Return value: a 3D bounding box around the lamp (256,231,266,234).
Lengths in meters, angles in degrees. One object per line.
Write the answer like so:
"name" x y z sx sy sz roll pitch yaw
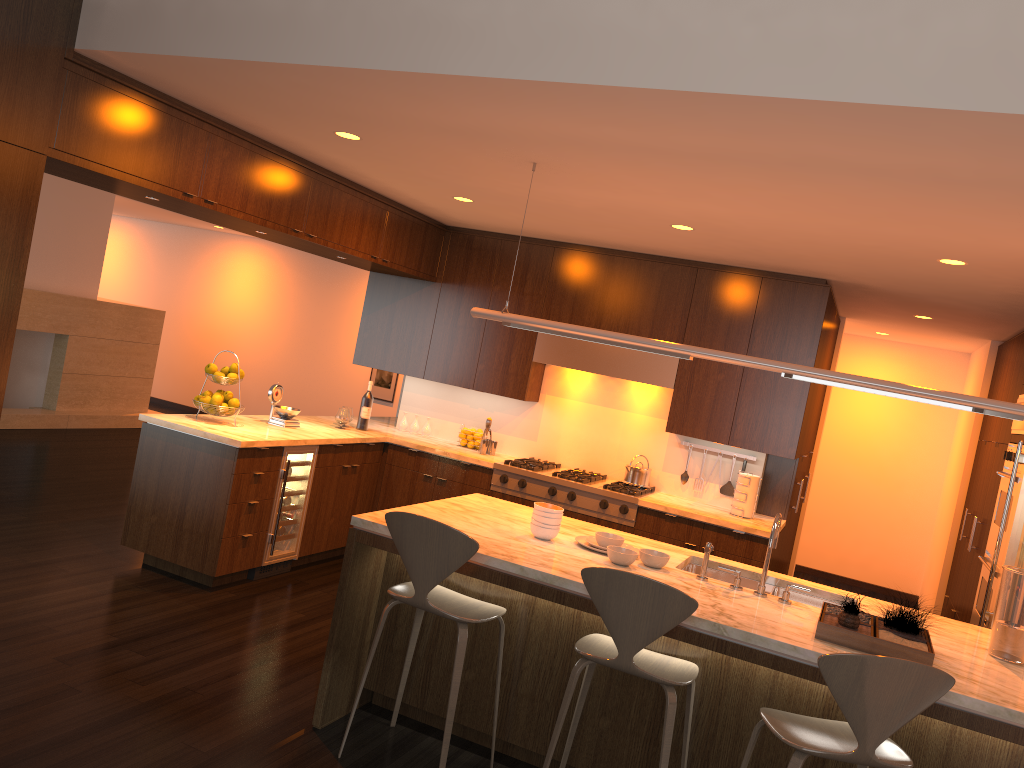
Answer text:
"lamp" -1.530 -0.924 5.410 0.068 0.004 0.068 11 2 3

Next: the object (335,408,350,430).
"object" -1.256 0.256 6.569 0.112 0.151 0.112 13 3 40

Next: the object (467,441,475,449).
"object" -0.318 0.474 6.899 0.064 0.063 0.074 11 2 -15

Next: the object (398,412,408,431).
"object" -0.880 0.305 7.226 0.079 0.154 0.079 11 2 5

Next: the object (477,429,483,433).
"object" -0.253 0.383 7.004 0.050 0.060 0.059 10 2 -35

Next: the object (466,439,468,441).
"object" -0.362 0.460 7.025 0.053 0.053 0.061 11 2 10

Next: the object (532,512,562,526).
"object" 0.154 0.622 4.000 0.140 0.062 0.139 12 2 22

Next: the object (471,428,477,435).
"object" -0.302 0.374 6.946 0.051 0.053 0.063 10 2 -34

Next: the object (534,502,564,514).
"object" 0.162 0.579 4.000 0.140 0.062 0.139 12 2 30

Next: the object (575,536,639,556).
"object" 0.437 0.743 4.033 0.310 0.021 0.309 12 2 22

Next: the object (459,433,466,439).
"object" -0.385 0.406 6.913 0.063 0.051 0.053 12 2 24

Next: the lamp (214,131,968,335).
"lamp" -4.571 -2.198 8.942 16.431 0.171 5.868 12 2 22

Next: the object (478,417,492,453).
"object" -0.203 0.387 6.714 0.101 0.288 0.088 10 2 -38

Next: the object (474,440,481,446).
"object" -0.265 0.458 6.871 0.052 0.054 0.061 12 2 32

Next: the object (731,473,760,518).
"object" 1.592 0.757 6.044 0.144 0.286 0.149 11 2 4

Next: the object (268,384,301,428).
"object" -1.563 0.152 6.116 0.231 0.266 0.191 12 2 25

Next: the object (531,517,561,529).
"object" 0.150 0.643 4.002 0.140 0.068 0.139 11 2 5

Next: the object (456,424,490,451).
"object" -0.302 0.418 6.954 0.207 0.175 0.189 12 2 20

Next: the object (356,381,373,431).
"object" -1.107 0.163 6.740 0.095 0.378 0.094 9 3 -43

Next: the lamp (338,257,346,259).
"lamp" -1.198 -0.888 6.236 0.068 0.004 0.068 11 2 3

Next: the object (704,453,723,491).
"object" 1.457 0.620 6.340 0.114 0.271 0.008 12 2 22

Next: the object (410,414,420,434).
"object" -0.783 0.325 7.183 0.079 0.154 0.079 11 2 5

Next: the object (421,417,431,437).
"object" -0.683 0.347 7.140 0.079 0.154 0.079 11 2 5

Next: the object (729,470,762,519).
"object" 1.589 0.754 6.053 0.168 0.304 0.160 10 2 -24

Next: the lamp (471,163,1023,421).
"lamp" 1.015 -0.442 3.718 2.465 0.765 0.120 12 2 22

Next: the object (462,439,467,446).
"object" -0.377 0.461 6.967 0.061 0.053 0.053 11 2 7

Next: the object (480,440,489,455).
"object" -0.212 0.478 6.705 0.060 0.106 0.060 10 2 -36

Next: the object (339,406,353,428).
"object" -1.260 0.249 6.723 0.112 0.151 0.112 13 3 40

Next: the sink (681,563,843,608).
"sink" 1.117 1.018 3.970 0.813 0.176 0.457 12 2 22

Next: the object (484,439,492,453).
"object" -0.192 0.478 6.823 0.060 0.106 0.060 10 2 -36

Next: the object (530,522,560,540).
"object" 0.145 0.667 4.003 0.140 0.059 0.139 12 2 13

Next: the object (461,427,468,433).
"object" -0.371 0.368 6.940 0.057 0.060 0.052 13 3 43

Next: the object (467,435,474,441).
"object" -0.326 0.420 6.900 0.052 0.053 0.062 12 2 27

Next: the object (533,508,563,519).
"object" 0.158 0.600 4.000 0.140 0.064 0.139 11 2 -4

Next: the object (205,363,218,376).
"object" -1.902 -0.092 5.609 0.077 0.079 0.075 12 2 31

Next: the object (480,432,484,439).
"object" -0.237 0.402 6.941 0.051 0.053 0.063 10 2 -22

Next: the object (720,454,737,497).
"object" 1.561 0.649 6.314 0.112 0.303 0.036 12 2 22

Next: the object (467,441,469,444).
"object" -0.323 0.466 6.942 0.057 0.060 0.052 10 2 -29

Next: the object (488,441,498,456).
"object" -0.147 0.489 6.764 0.060 0.106 0.060 10 2 -36

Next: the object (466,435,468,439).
"object" -0.343 0.411 6.953 0.064 0.053 0.051 10 2 -32

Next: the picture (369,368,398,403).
"picture" -1.598 -0.380 11.450 0.398 1.200 0.012 12 2 22

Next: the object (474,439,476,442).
"object" -0.273 0.443 6.939 0.051 0.053 0.062 10 2 -27

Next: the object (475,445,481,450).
"object" -0.262 0.486 6.912 0.051 0.053 0.063 10 2 -27

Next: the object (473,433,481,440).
"object" -0.270 0.409 6.892 0.061 0.052 0.053 10 2 -22

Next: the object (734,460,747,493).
"object" 1.623 0.678 6.270 0.063 0.281 0.063 11 2 -1

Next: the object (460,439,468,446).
"object" -0.376 0.456 6.909 0.060 0.057 0.052 10 2 -33

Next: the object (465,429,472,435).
"object" -0.338 0.372 6.898 0.063 0.051 0.053 12 2 12
